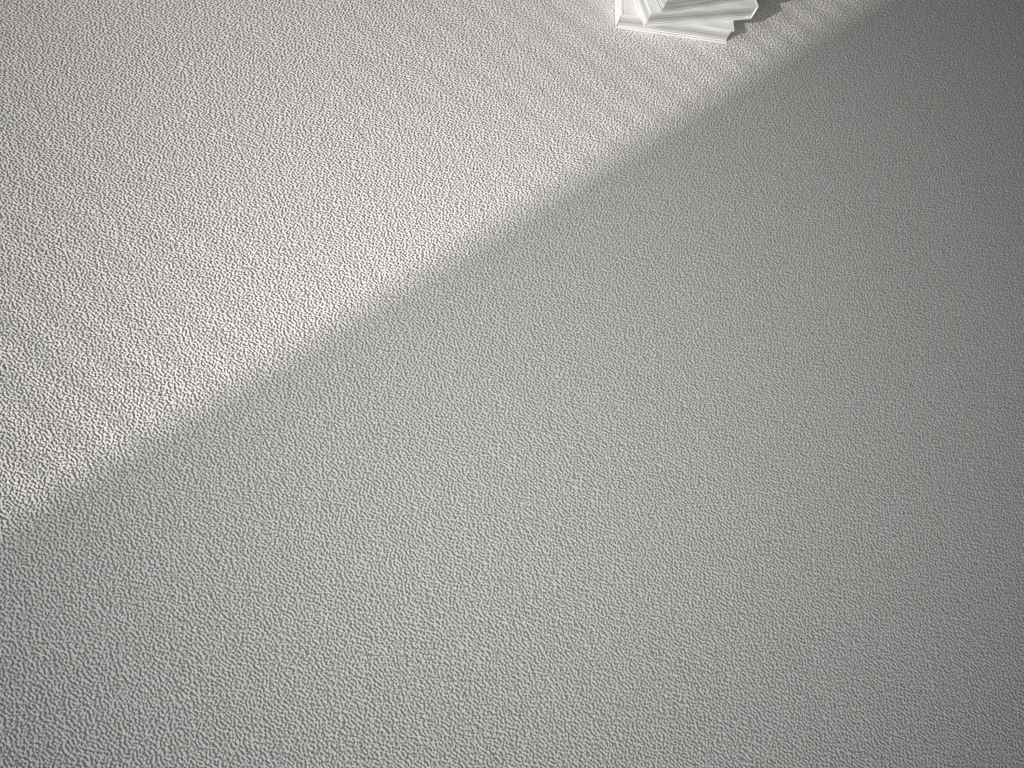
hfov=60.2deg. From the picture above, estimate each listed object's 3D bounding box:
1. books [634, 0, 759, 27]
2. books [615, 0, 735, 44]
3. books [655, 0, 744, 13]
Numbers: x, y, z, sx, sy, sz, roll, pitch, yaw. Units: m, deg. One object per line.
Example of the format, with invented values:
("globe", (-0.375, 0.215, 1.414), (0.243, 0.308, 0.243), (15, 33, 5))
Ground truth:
("books", (0.268, -0.702, 1.436), (0.189, 0.031, 0.271), (-9, 70, -15))
("books", (0.262, -0.691, 1.465), (0.189, 0.031, 0.272), (5, 67, -9))
("books", (0.277, -0.718, 1.410), (0.190, 0.031, 0.271), (-14, 71, -16))
